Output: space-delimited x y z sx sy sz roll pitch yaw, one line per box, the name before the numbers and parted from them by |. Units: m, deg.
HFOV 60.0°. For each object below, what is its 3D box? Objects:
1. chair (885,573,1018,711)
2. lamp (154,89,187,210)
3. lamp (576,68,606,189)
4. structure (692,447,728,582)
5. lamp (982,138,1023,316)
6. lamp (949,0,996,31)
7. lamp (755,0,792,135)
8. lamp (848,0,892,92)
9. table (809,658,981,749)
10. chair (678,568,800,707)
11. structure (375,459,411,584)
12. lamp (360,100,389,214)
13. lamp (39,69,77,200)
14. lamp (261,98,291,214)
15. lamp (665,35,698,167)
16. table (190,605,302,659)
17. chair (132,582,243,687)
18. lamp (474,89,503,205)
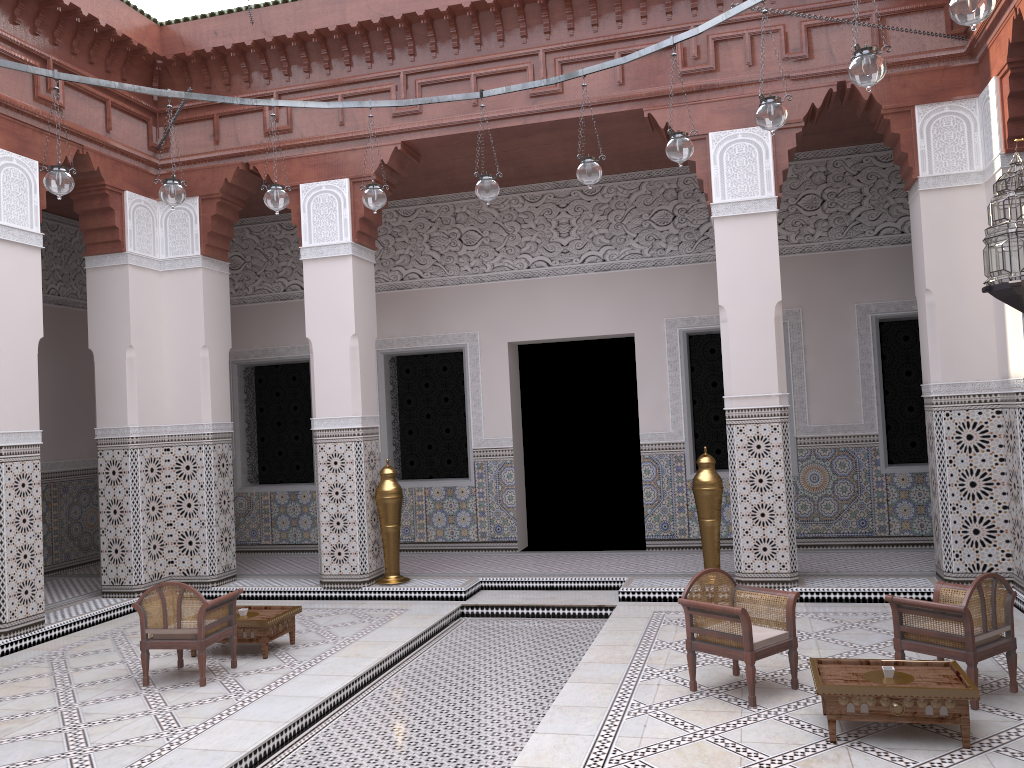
chair | 1.129 0.631 2.268 0.263 0.313 0.208 -1 -3 -35
lamp | -1.046 -0.714 2.714 0.090 0.371 0.091 -3 -2 15
lamp | 0.234 -0.778 2.707 0.091 0.371 0.090 -3 -2 0
structure | 0.795 0.522 3.575 0.156 0.539 0.156 -2 -2 -24
lamp | 1.415 -0.426 2.455 0.221 0.552 0.216 -3 -2 15
lamp | 0.861 -0.849 1.664 0.090 0.371 0.091 -4 -3 30
lamp | 0.654 -0.817 2.247 0.090 0.371 0.091 -4 -3 30
lamp | 0.784 -0.834 1.966 0.090 0.371 0.091 -4 -3 30
table | 0.864 0.721 2.027 0.330 0.142 0.229 -3 -2 15
chair | 0.611 0.660 2.369 0.263 0.313 0.208 -1 -3 -39
structure | -0.540 0.602 3.927 0.156 0.539 0.156 -2 -2 -24
lamp | -0.454 -0.737 2.888 0.090 0.371 0.091 -5 -3 40
lamp | -1.298 -0.708 2.532 0.090 0.371 0.091 -3 -2 15
lamp | -0.758 -0.724 2.835 0.090 0.371 0.091 -4 -3 30
lamp | 0.472 -0.798 2.510 0.091 0.371 0.090 -3 -2 0
table | -0.927 0.850 3.060 0.330 0.142 0.229 -3 -2 15
chair | -1.006 0.756 2.766 0.263 0.313 0.208 -3 -2 11
lamp | -0.080 -0.757 2.843 0.091 0.371 0.090 -3 -2 0
